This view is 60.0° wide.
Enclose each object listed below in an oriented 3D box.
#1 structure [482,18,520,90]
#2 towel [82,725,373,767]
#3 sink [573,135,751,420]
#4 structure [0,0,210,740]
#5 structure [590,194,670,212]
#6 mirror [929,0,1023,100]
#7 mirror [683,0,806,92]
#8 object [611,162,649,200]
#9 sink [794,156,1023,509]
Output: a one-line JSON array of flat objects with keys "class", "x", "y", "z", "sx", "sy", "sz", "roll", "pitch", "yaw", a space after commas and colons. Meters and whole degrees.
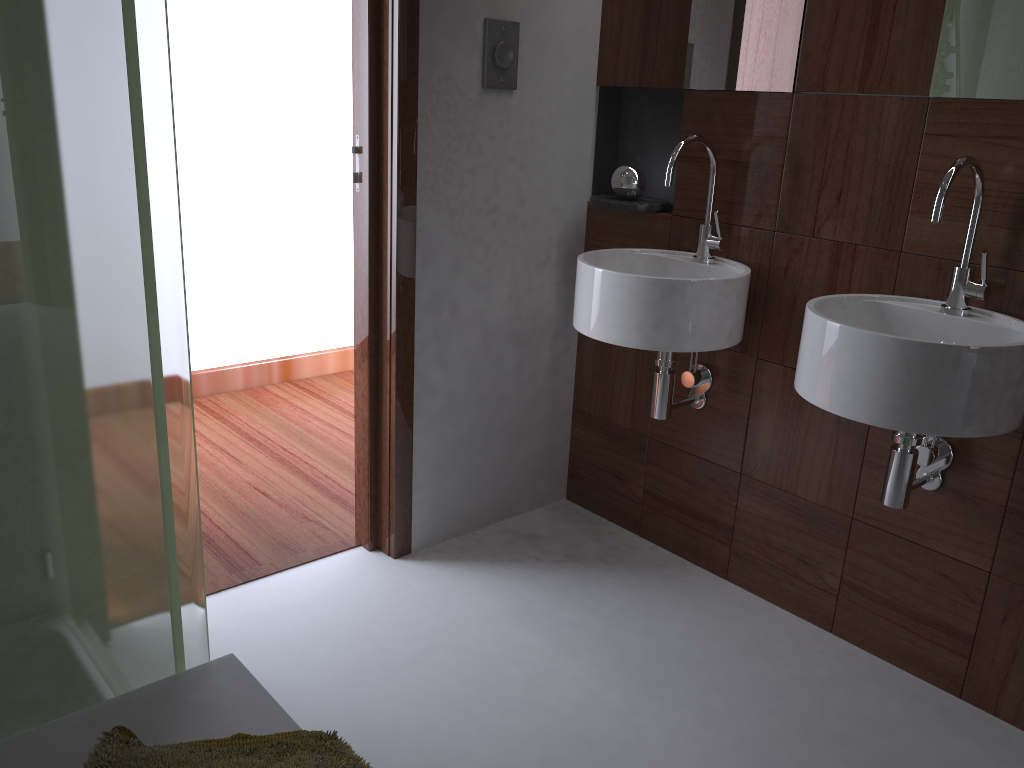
[{"class": "structure", "x": -0.026, "y": -0.828, "z": 2.233, "sx": 0.109, "sy": 0.164, "sz": 0.028, "roll": -12, "pitch": 23, "yaw": -39}, {"class": "towel", "x": -0.133, "y": 0.700, "z": 0.857, "sx": 0.890, "sy": 0.452, "sz": 0.349, "roll": 19, "pitch": 24, "yaw": 40}, {"class": "sink", "x": 0.364, "y": -0.239, "z": 2.164, "sx": 0.417, "sy": 0.715, "sz": 0.415, "roll": -12, "pitch": 23, "yaw": -39}, {"class": "structure", "x": -1.028, "y": -0.177, "z": 1.029, "sx": 1.015, "sy": 2.079, "sz": 0.765, "roll": -12, "pitch": 23, "yaw": -39}, {"class": "structure", "x": 0.327, "y": -0.503, "z": 2.467, "sx": 0.222, "sy": 0.023, "sz": 0.220, "roll": 5, "pitch": 18, "yaw": 8}, {"class": "mirror", "x": 0.973, "y": -0.847, "z": 1.604, "sx": 0.010, "sy": 0.635, "sz": 0.316, "roll": -12, "pitch": 23, "yaw": -39}, {"class": "mirror", "x": 0.558, "y": -1.013, "z": 2.053, "sx": 0.010, "sy": 0.635, "sz": 0.316, "roll": -12, "pitch": 23, "yaw": -39}, {"class": "object", "x": 0.732, "y": -0.393, "z": 1.995, "sx": 0.104, "sy": 0.104, "sz": 1.350, "roll": -12, "pitch": 23, "yaw": -39}, {"class": "sink", "x": 0.777, "y": -0.073, "z": 1.716, "sx": 0.417, "sy": 0.715, "sz": 0.415, "roll": -12, "pitch": 23, "yaw": -39}]
